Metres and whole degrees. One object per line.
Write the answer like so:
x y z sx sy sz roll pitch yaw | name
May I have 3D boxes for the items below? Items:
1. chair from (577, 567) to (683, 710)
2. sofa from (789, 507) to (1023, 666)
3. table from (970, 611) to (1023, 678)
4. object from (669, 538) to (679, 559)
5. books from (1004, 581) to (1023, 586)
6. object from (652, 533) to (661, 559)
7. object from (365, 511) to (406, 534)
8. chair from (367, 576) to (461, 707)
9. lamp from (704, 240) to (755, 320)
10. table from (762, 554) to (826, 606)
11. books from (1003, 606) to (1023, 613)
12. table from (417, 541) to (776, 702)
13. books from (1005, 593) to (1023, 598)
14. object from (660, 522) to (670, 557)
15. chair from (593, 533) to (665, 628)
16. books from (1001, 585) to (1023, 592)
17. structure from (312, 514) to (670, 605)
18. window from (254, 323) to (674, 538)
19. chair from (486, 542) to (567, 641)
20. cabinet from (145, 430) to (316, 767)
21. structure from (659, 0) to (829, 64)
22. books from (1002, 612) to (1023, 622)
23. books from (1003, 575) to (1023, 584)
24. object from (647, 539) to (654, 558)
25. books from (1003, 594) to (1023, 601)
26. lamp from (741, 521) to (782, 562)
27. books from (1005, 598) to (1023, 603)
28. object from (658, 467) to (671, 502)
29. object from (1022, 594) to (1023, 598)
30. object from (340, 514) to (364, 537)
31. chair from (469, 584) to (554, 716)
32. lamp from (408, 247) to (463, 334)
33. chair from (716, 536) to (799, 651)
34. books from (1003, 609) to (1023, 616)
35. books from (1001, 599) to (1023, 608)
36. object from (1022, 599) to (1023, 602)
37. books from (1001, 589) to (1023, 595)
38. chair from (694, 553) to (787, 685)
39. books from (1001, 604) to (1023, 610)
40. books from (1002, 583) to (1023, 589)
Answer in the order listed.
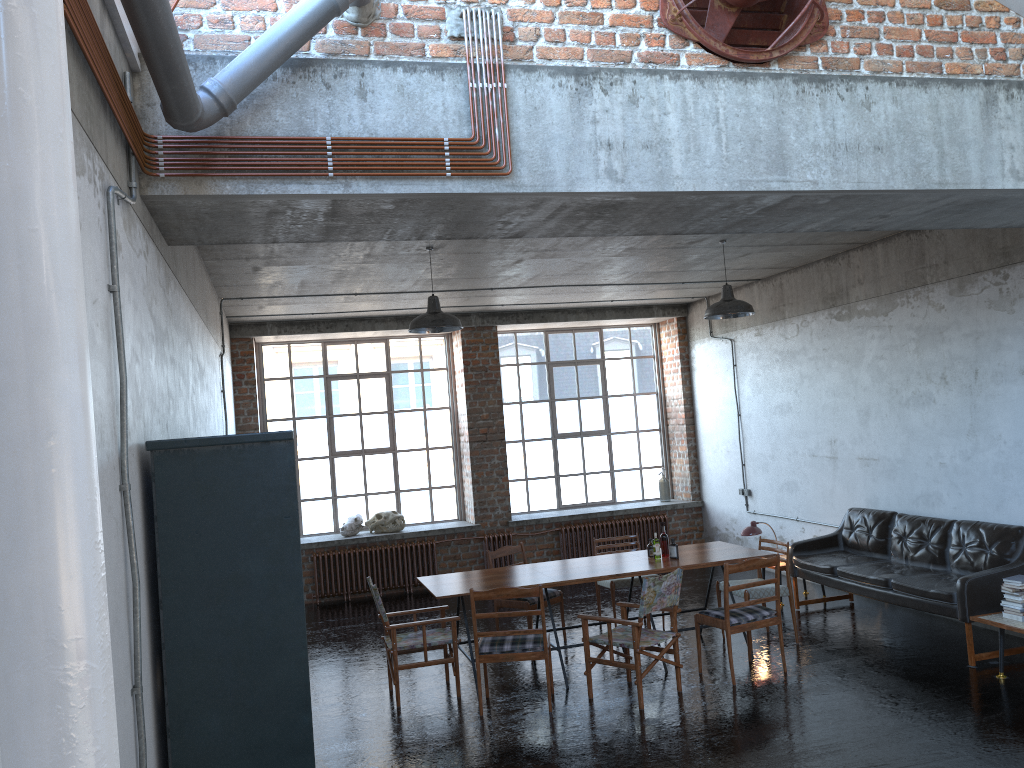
0.986 2.007 7.131 0.574 1.031 0.713 -2 -4 -45 | chair
3.749 1.815 8.526 0.929 1.045 2.610 -4 -3 -15 | sofa
4.099 2.017 6.772 0.811 0.458 0.649 -4 -3 -15 | table
1.493 1.519 8.190 0.051 0.180 0.097 -2 -3 -43 | object
3.959 1.536 6.880 0.205 0.020 0.155 -4 -3 -15 | books
1.342 1.502 8.242 0.070 0.235 0.041 -4 -3 -15 | object
-1.843 1.981 12.740 0.418 0.305 0.625 -2 -3 -41 | object
-0.833 2.169 7.627 0.713 1.031 0.574 -4 -3 -15 | chair
2.117 -1.114 8.794 0.502 0.891 0.502 -4 -3 -11 | lamp
3.208 2.233 10.144 0.811 0.458 0.649 -4 -3 -15 | table
3.964 1.728 6.856 0.249 0.023 0.175 -4 -3 -14 | books
0.785 2.121 8.097 3.112 0.917 1.067 -4 -3 -15 | table
3.965 1.621 6.876 0.205 0.022 0.155 -3 -3 -20 | books
1.426 1.457 8.308 0.075 0.324 0.075 -5 -3 10 | object
1.227 2.121 9.448 0.589 0.971 0.577 -4 -3 -15 | chair
3.949 1.581 6.875 0.231 0.023 0.162 -4 -3 1 | books
-0.163 2.490 12.773 5.349 0.713 0.232 -4 -3 -15 | structure
3.579 2.020 14.999 19.864 12.900 0.747 -4 -3 -15 | window
0.153 2.167 8.994 0.509 1.028 0.573 -6 -3 39 | chair
-1.384 1.424 4.661 0.572 2.297 2.386 -4 -3 -15 | cabinet
1.284 -2.350 5.089 1.058 1.096 0.808 -4 -3 -15 | structure
3.966 1.784 6.854 0.248 0.043 0.192 -4 -3 -15 | books
3.949 1.516 6.889 0.201 0.024 0.159 -3 -3 -25 | books
1.311 1.545 8.350 0.077 0.173 0.077 -3 -3 -29 | object
3.967 1.643 6.881 0.224 0.021 0.158 -4 -3 -15 | books
2.829 1.787 10.056 0.496 0.492 0.220 -3 -3 -23 | lamp
3.971 1.663 6.875 0.221 0.023 0.147 -4 -3 -16 | books
2.399 1.584 13.993 0.172 0.551 0.172 -6 -3 29 | object
3.888 1.691 6.694 0.046 0.202 0.023 -5 -3 21 | object
-2.291 2.024 12.684 0.281 0.281 0.575 -5 -3 11 | object
0.010 2.096 7.126 0.573 1.028 0.509 -5 -3 4 | chair
-0.724 -0.929 8.031 0.502 0.891 0.502 -4 -3 -11 | lamp
2.346 1.992 8.489 0.577 0.971 0.589 -4 -3 -15 | chair
3.965 1.751 6.855 0.249 0.023 0.175 -4 -3 -19 | books
3.965 1.689 6.876 0.245 0.028 0.193 -3 -3 -20 | books
3.906 1.698 6.683 0.137 0.190 0.009 -4 -3 -12 | object
3.959 1.601 6.876 0.244 0.019 0.174 -4 -3 -15 | books
1.921 1.966 7.518 0.573 1.028 0.509 -3 -3 -25 | chair
3.968 1.710 6.874 0.255 0.014 0.192 -4 -3 -12 | books
3.958 1.558 6.889 0.209 0.023 0.167 -3 -3 -21 | books
